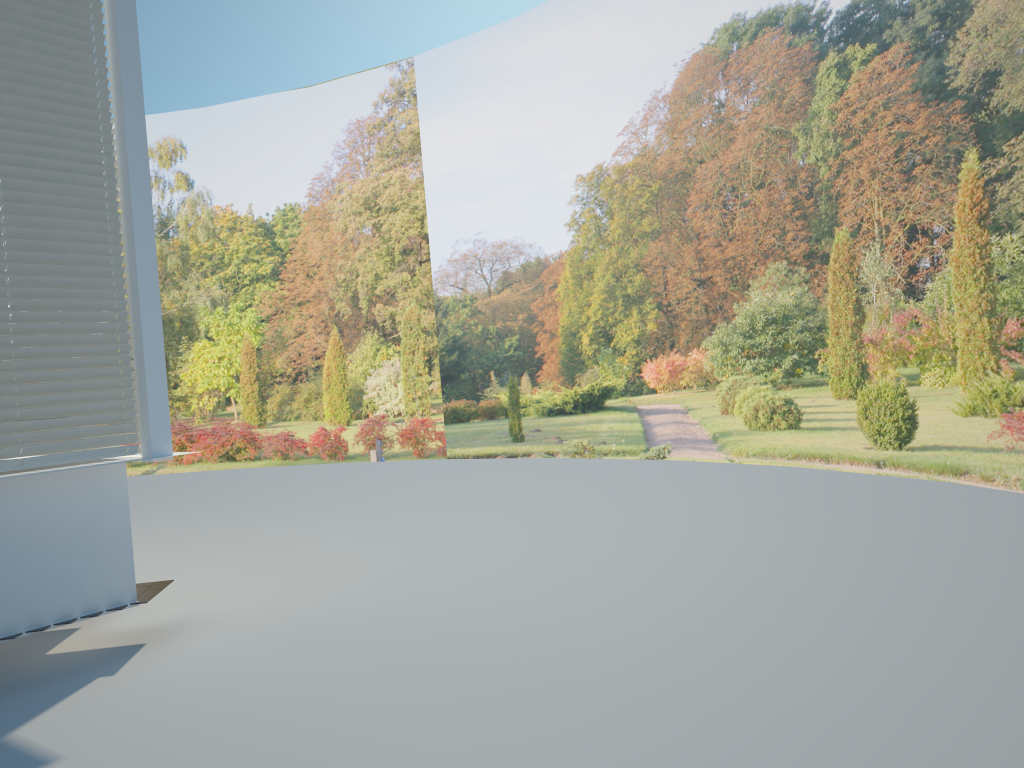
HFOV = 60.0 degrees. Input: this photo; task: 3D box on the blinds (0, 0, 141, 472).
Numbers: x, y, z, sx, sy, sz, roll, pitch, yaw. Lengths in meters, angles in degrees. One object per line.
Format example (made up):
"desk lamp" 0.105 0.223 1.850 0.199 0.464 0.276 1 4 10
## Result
"blinds" -3.457 -1.641 5.875 1.220 4.266 3.915 -5 0 -32
